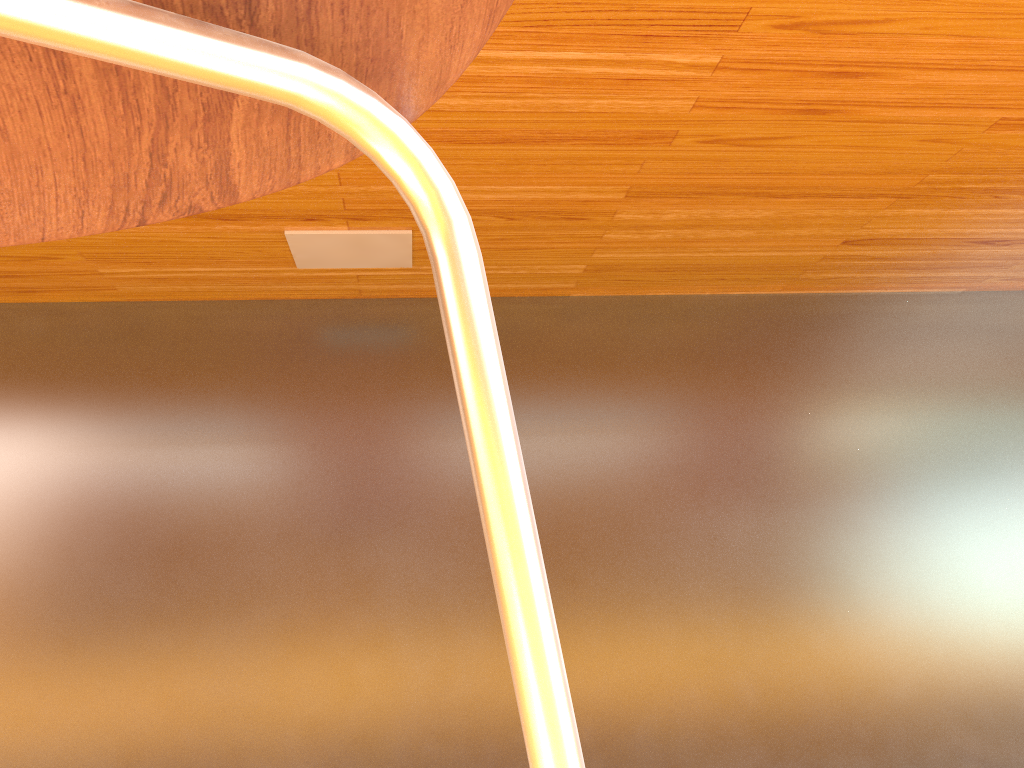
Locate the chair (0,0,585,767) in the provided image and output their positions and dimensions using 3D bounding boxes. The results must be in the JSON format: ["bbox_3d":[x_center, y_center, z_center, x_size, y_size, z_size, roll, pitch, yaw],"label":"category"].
[{"bbox_3d":[-0.148,-0.083,0.052,0.428,0.693,0.381,-1,-12,-7],"label":"chair"}]

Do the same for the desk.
[{"bbox_3d":[-0.188,0.246,0.972,3.243,0.785,1.527,-1,-12,-7],"label":"desk"}]
